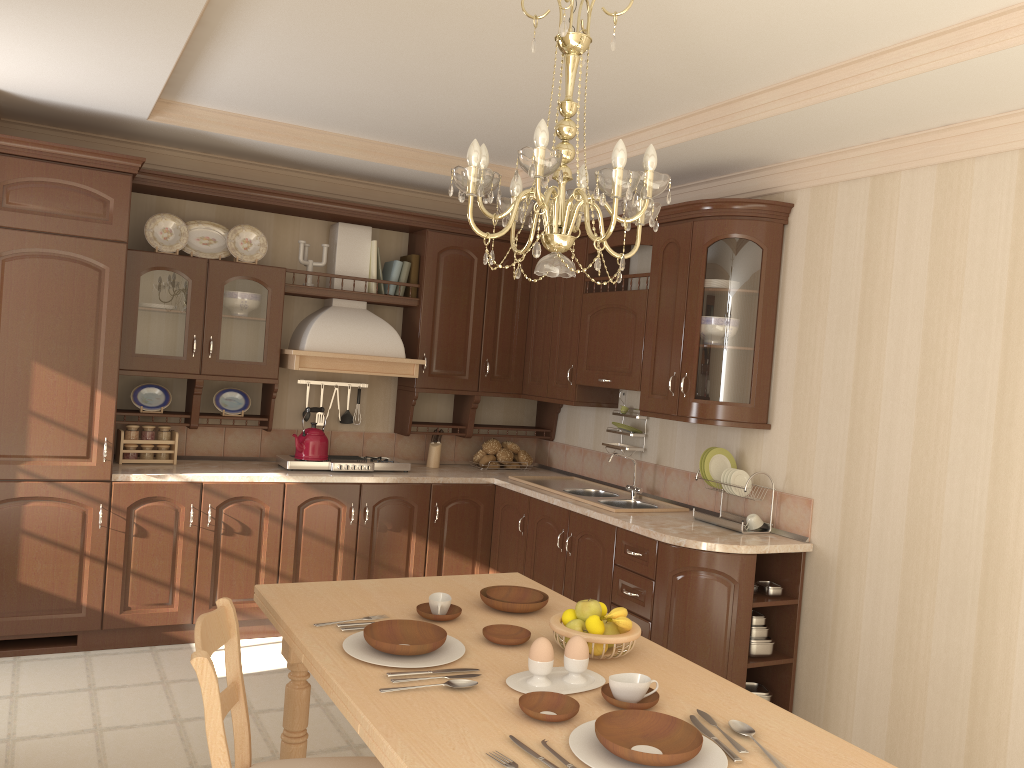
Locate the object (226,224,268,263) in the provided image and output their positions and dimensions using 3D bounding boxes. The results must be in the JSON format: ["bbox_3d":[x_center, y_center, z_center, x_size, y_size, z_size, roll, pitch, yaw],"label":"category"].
[{"bbox_3d":[-1.422,-0.756,4.764,0.220,0.210,0.068,4,1,-30],"label":"object"}]

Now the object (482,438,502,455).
[{"bbox_3d":[-0.125,0.391,5.527,0.118,0.105,0.100,4,1,-33],"label":"object"}]

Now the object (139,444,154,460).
[{"bbox_3d":[-1.895,0.353,4.604,0.068,0.088,0.068,4,1,-12],"label":"object"}]

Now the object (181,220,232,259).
[{"bbox_3d":[-1.627,-0.769,4.718,0.342,0.209,0.073,4,1,-27],"label":"object"}]

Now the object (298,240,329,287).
[{"bbox_3d":[-1.141,-0.666,4.953,0.174,0.248,0.163,5,1,24],"label":"object"}]

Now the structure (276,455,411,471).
[{"bbox_3d":[-0.929,0.440,4.960,0.710,0.054,0.325,4,1,-28],"label":"structure"}]

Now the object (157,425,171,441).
[{"bbox_3d":[-1.822,0.257,4.644,0.068,0.088,0.068,4,1,-12],"label":"object"}]

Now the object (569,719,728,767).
[{"bbox_3d":[0.257,0.697,1.684,0.299,0.009,0.299,6,2,41],"label":"object"}]

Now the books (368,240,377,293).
[{"bbox_3d":[-0.828,-0.675,5.166,0.042,0.305,0.194,4,1,-28],"label":"books"}]

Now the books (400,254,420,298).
[{"bbox_3d":[-0.614,-0.635,5.276,0.052,0.254,0.205,4,1,-28],"label":"books"}]

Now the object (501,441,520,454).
[{"bbox_3d":[-0.010,0.400,5.608,0.112,0.078,0.125,4,1,-34],"label":"object"}]

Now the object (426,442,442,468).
[{"bbox_3d":[-0.470,0.430,5.412,0.078,0.148,0.151,5,1,9],"label":"object"}]

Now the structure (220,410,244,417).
[{"bbox_3d":[-1.521,0.110,4.827,0.110,0.126,0.080,4,1,-28],"label":"structure"}]

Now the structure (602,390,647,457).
[{"bbox_3d":[0.626,0.218,4.917,0.131,0.361,0.256,4,1,-28],"label":"structure"}]

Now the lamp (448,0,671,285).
[{"bbox_3d":[0.139,-0.740,2.093,0.502,0.982,0.501,5,1,32],"label":"lamp"}]

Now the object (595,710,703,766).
[{"bbox_3d":[0.257,0.679,1.683,0.204,0.042,0.204,5,1,32],"label":"object"}]

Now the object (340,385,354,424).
[{"bbox_3d":[-0.974,0.120,5.254,0.088,0.236,0.028,4,1,-28],"label":"object"}]

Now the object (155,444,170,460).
[{"bbox_3d":[-1.829,0.357,4.646,0.068,0.088,0.068,4,1,-12],"label":"object"}]

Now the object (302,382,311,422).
[{"bbox_3d":[-1.183,0.103,5.126,0.048,0.231,0.015,4,1,-27],"label":"object"}]

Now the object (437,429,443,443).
[{"bbox_3d":[-0.450,0.375,5.412,0.053,0.198,0.027,3,2,-44],"label":"object"}]

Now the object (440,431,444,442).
[{"bbox_3d":[-0.446,0.364,5.449,0.022,0.159,0.050,5,1,31],"label":"object"}]

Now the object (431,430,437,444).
[{"bbox_3d":[-0.486,0.377,5.406,0.053,0.198,0.027,3,2,-44],"label":"object"}]

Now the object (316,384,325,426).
[{"bbox_3d":[-1.112,0.120,5.168,0.051,0.245,0.003,4,1,-28],"label":"object"}]

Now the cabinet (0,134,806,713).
[{"bbox_3d":[-0.680,0.195,4.079,3.226,2.313,2.436,4,1,-28],"label":"cabinet"}]

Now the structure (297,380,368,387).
[{"bbox_3d":[-1.047,-0.002,5.201,0.422,0.020,0.008,4,1,-28],"label":"structure"}]

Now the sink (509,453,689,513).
[{"bbox_3d":[0.433,0.522,4.755,0.448,0.348,1.077,4,1,-28],"label":"sink"}]

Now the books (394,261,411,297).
[{"bbox_3d":[-0.672,-0.616,5.243,0.080,0.209,0.205,4,1,-28],"label":"books"}]

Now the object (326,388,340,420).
[{"bbox_3d":[-1.043,0.118,5.203,0.089,0.195,0.005,4,1,-28],"label":"object"}]

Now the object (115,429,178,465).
[{"bbox_3d":[-1.896,0.325,4.603,0.276,0.170,0.140,4,1,-33],"label":"object"}]

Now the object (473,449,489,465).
[{"bbox_3d":[-0.195,0.457,5.545,0.092,0.109,0.123,5,1,29],"label":"object"}]

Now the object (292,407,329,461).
[{"bbox_3d":[-1.082,0.267,4.816,0.181,0.282,0.227,4,1,-5],"label":"object"}]

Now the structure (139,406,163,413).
[{"bbox_3d":[-1.884,0.086,4.635,0.110,0.126,0.080,4,1,-28],"label":"structure"}]

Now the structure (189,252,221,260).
[{"bbox_3d":[-1.630,-0.720,4.715,0.154,0.126,0.080,4,1,-28],"label":"structure"}]

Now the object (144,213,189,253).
[{"bbox_3d":[-1.780,-0.780,4.573,0.220,0.210,0.068,4,1,-30],"label":"object"}]

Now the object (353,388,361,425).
[{"bbox_3d":[-0.915,0.136,5.272,0.049,0.219,0.049,6,2,39],"label":"object"}]

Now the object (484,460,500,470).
[{"bbox_3d":[-0.128,0.500,5.528,0.119,0.058,0.114,5,1,27],"label":"object"}]

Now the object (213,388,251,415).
[{"bbox_3d":[-1.523,0.093,4.829,0.202,0.143,0.071,4,1,-30],"label":"object"}]

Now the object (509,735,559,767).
[{"bbox_3d":[0.051,0.683,1.619,0.018,0.008,0.212,4,1,-34],"label":"object"}]

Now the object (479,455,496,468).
[{"bbox_3d":[-0.152,0.479,5.490,0.104,0.092,0.114,5,1,19],"label":"object"}]

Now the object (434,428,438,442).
[{"bbox_3d":[-0.474,0.367,5.434,0.027,0.191,0.052,5,1,18],"label":"object"}]

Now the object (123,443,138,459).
[{"bbox_3d":[-1.961,0.349,4.562,0.068,0.088,0.068,4,1,-12],"label":"object"}]

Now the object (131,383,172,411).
[{"bbox_3d":[-1.886,0.069,4.638,0.202,0.143,0.071,4,1,-30],"label":"object"}]

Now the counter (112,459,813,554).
[{"bbox_3d":[-0.437,0.550,4.218,2.603,0.034,2.422,4,1,-28],"label":"counter"}]

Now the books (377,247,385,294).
[{"bbox_3d":[-0.799,-0.656,5.191,0.068,0.271,0.194,4,1,-28],"label":"books"}]

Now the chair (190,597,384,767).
[{"bbox_3d":[-0.516,0.987,2.133,0.517,0.846,0.462,4,1,-11],"label":"chair"}]

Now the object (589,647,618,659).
[{"bbox_3d":[0.208,0.680,2.276,0.128,0.011,0.128,5,1,13],"label":"object"}]

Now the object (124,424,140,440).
[{"bbox_3d":[-1.953,0.249,4.560,0.068,0.088,0.068,4,1,-12],"label":"object"}]

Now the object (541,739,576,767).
[{"bbox_3d":[0.104,0.688,1.605,0.022,0.008,0.218,4,1,-26],"label":"object"}]

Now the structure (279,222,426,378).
[{"bbox_3d":[-0.898,-0.486,5.016,0.753,0.845,0.455,4,1,-28],"label":"structure"}]

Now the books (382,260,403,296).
[{"bbox_3d":[-0.721,-0.619,5.227,0.086,0.209,0.205,4,1,-28],"label":"books"}]

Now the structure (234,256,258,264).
[{"bbox_3d":[-1.427,-0.705,4.761,0.110,0.126,0.080,4,1,-28],"label":"structure"}]

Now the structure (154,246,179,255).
[{"bbox_3d":[-1.779,-0.729,4.573,0.110,0.126,0.080,4,1,-28],"label":"structure"}]

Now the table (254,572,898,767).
[{"bbox_3d":[-0.039,1.056,2.185,0.900,0.774,1.567,4,1,-28],"label":"table"}]

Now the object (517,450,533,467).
[{"bbox_3d":[0.081,0.469,5.587,0.097,0.106,0.117,5,1,17],"label":"object"}]

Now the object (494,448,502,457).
[{"bbox_3d":[-0.103,0.434,5.602,0.110,0.092,0.113,5,1,24],"label":"object"}]

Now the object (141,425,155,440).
[{"bbox_3d":[-1.887,0.253,4.602,0.068,0.088,0.068,4,1,-12],"label":"object"}]

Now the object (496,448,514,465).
[{"bbox_3d":[-0.045,0.449,5.520,0.110,0.102,0.115,5,1,1],"label":"object"}]
